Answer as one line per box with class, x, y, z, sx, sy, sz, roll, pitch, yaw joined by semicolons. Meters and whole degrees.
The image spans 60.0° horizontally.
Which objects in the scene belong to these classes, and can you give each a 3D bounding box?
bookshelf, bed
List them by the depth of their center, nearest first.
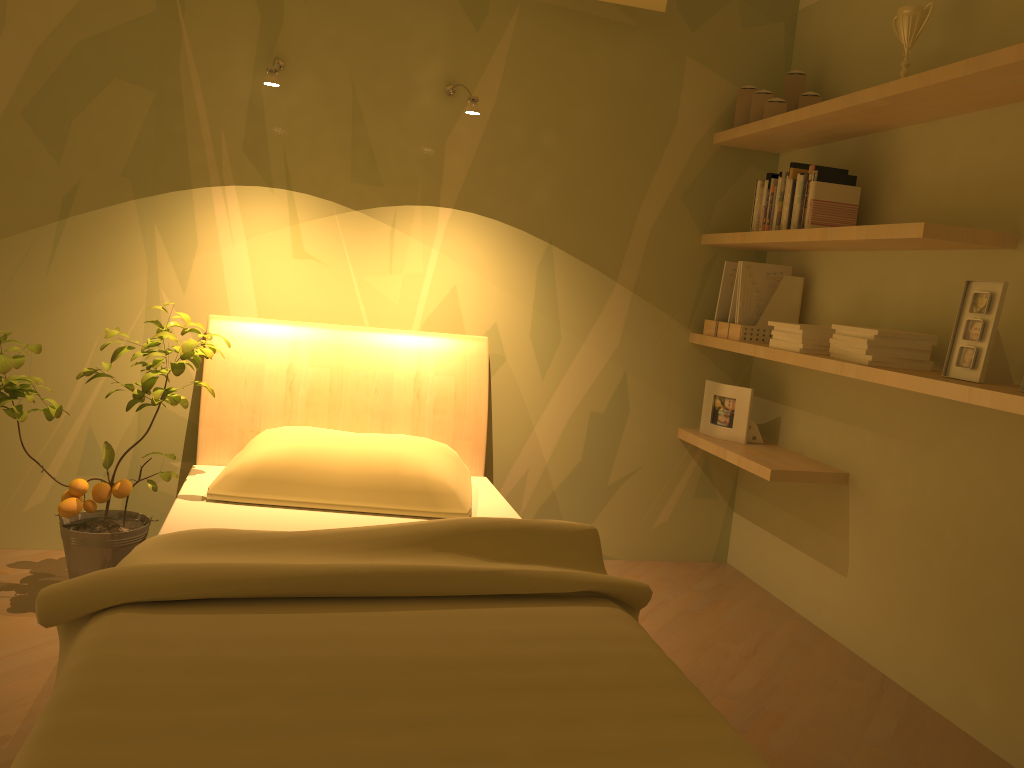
bed;-0.376;0.388;2.201;1.286;0.894;2.378;4;7;-14
bookshelf;1.198;-0.200;2.409;0.300;1.240;2.605;4;7;-14

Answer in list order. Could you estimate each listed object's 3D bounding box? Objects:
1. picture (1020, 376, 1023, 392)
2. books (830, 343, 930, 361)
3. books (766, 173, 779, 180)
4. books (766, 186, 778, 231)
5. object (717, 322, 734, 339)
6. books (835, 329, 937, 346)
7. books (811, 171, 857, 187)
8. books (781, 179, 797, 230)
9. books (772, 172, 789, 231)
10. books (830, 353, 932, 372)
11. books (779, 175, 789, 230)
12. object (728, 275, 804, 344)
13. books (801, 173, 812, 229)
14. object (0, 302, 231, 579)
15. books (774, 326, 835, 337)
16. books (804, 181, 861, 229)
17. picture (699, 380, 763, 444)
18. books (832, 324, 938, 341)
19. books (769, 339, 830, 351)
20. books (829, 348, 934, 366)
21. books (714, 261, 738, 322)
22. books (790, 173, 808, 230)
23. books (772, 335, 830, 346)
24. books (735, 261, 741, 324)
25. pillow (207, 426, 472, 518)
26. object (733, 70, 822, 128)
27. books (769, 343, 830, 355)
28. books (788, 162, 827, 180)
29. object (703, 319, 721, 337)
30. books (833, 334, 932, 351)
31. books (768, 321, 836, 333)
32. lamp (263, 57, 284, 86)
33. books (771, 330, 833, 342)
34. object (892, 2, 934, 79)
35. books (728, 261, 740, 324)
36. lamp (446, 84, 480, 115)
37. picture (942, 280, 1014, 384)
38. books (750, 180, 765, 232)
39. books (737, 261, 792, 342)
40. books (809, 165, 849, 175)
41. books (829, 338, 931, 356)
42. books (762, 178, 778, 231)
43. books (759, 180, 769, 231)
picture;1.297;-0.096;2.030;0.171;0.264;0.134;7;7;12
books;1.110;-0.098;2.692;0.190;0.015;0.270;5;7;-2
books;1.006;-0.667;3.327;0.138;0.229;0.032;4;7;-14
books;1.012;-0.628;3.250;0.157;0.172;0.021;4;7;-14
object;0.939;-0.299;3.448;0.236;0.259;0.087;4;7;-14
books;1.133;-0.143;2.701;0.190;0.015;0.270;5;7;-4
books;1.074;-0.608;2.998;0.157;0.203;0.032;4;7;-14
books;1.036;-0.616;3.118;0.173;0.184;0.032;4;7;-14
books;1.025;-0.642;3.187;0.166;0.217;0.038;4;7;-14
books;1.115;-0.068;2.700;0.190;0.015;0.270;5;7;-4
books;1.036;-0.632;3.163;0.155;0.203;0.017;4;7;-14
object;0.962;-0.285;3.355;0.236;0.259;0.087;4;7;-14
books;1.068;-0.609;3.024;0.157;0.198;0.022;4;7;-14
object;-1.319;0.209;2.700;0.828;0.944;0.372;3;7;-21
books;1.056;-0.171;3.001;0.270;0.015;0.190;4;7;-12
books;1.070;-0.585;2.967;0.178;0.163;0.032;4;7;-14
picture;0.878;0.109;3.541;0.131;0.219;0.247;1;8;-36
books;1.124;-0.157;2.689;0.190;0.015;0.270;5;7;-8
books;1.045;-0.128;3.011;0.270;0.015;0.190;3;7;-18
books;1.117;-0.083;2.698;0.190;0.015;0.270;5;7;-6
books;0.917;-0.333;3.544;0.214;0.297;0.048;3;7;-20
books;1.054;-0.620;3.084;0.157;0.203;0.040;4;7;-14
books;1.052;-0.141;3.002;0.270;0.015;0.190;4;7;-13
books;0.953;-0.309;3.380;0.210;0.296;0.036;4;7;-14
pillow;-0.526;0.278;2.872;0.801;0.213;0.482;5;7;-4
object;1.008;-1.077;3.363;0.234;0.229;0.349;4;7;-13
books;1.043;-0.113;3.013;0.270;0.015;0.190;4;7;-15
books;1.041;-0.651;3.142;0.157;0.247;0.021;4;7;-14
object;0.909;-0.316;3.569;0.236;0.259;0.087;3;7;-20
books;1.115;-0.128;2.687;0.190;0.015;0.270;5;7;-1
books;1.039;-0.189;3.012;0.270;0.015;0.190;4;7;-16
lamp;-0.771;-1.023;2.892;0.050;0.178;0.533;4;7;-14
books;1.047;-0.157;3.000;0.270;0.015;0.190;4;7;-15
object;1.196;-0.997;2.686;0.095;0.268;0.160;-1;9;-43
books;0.945;-0.316;3.423;0.214;0.297;0.048;4;7;-14
lamp;-0.173;-0.983;3.042;0.050;0.178;0.533;4;7;-14
picture;1.267;-0.135;2.331;0.171;0.264;0.134;4;7;-15
books;0.987;-0.660;3.361;0.157;0.203;0.040;4;7;-14
books;0.959;-0.308;3.372;0.210;0.296;0.043;4;7;-14
books;1.072;-0.627;3.050;0.138;0.229;0.032;4;7;-14
books;1.112;-0.114;2.697;0.190;0.015;0.270;5;7;-4
books;1.008;-0.648;3.274;0.157;0.203;0.032;4;7;-14
books;1.001;-0.649;3.300;0.157;0.198;0.022;4;7;-14
